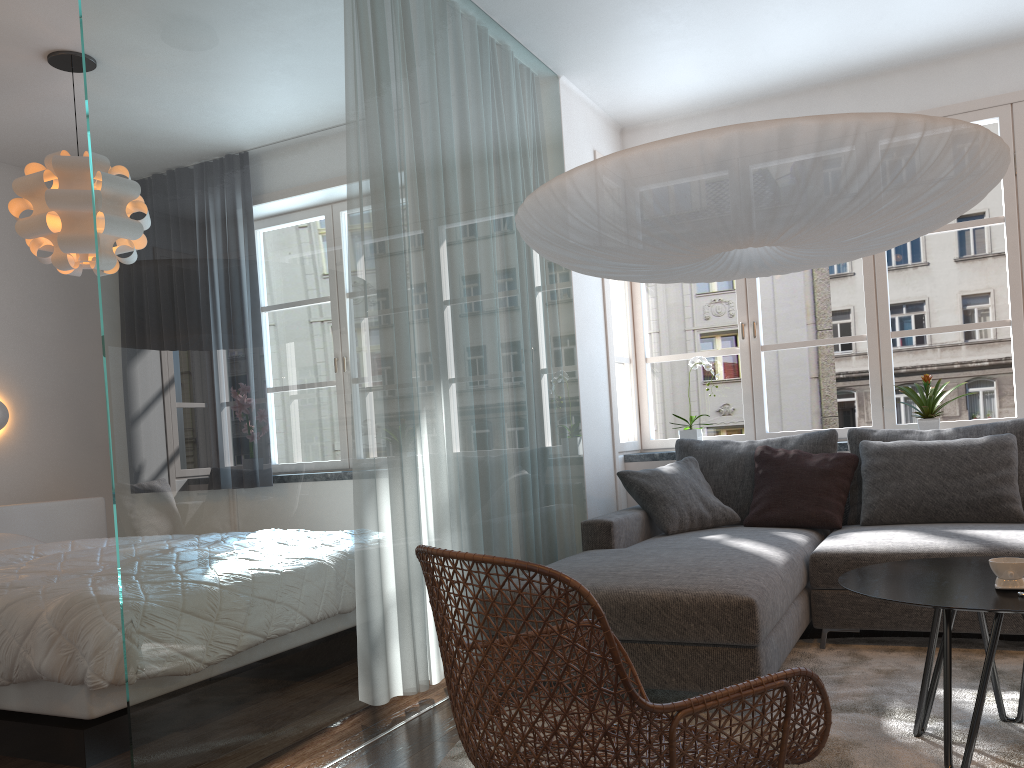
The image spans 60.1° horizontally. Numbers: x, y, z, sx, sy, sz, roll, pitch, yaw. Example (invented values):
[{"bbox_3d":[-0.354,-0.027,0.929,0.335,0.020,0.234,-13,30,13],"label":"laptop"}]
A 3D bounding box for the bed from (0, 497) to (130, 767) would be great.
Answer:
[{"bbox_3d":[-1.894,0.934,4.011,2.447,0.762,2.165,-5,-4,26],"label":"bed"}]

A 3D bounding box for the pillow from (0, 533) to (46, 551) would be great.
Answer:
[{"bbox_3d":[-2.611,0.814,4.269,0.622,0.195,0.920,-5,-4,26],"label":"pillow"}]

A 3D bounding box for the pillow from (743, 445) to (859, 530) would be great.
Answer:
[{"bbox_3d":[1.384,0.490,4.254,0.522,0.403,0.310,-5,-2,28],"label":"pillow"}]

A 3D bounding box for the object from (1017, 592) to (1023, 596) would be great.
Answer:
[{"bbox_3d":[1.299,0.496,2.122,0.163,0.016,0.025,-4,-3,1],"label":"object"}]

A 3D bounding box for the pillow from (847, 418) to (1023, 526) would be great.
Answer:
[{"bbox_3d":[2.006,0.416,4.131,0.841,0.475,0.276,-5,-1,27],"label":"pillow"}]

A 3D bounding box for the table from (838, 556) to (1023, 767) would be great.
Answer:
[{"bbox_3d":[1.333,0.754,2.354,0.849,0.472,0.846,-5,-3,28],"label":"table"}]

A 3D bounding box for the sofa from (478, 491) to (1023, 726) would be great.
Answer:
[{"bbox_3d":[1.686,0.698,3.326,3.074,0.671,2.039,-6,-4,26],"label":"sofa"}]

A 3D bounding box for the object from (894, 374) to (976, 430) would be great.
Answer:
[{"bbox_3d":[2.167,0.108,4.540,0.376,0.328,0.323,-4,-2,1],"label":"object"}]

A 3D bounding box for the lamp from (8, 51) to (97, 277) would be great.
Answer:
[{"bbox_3d":[-1.972,-0.992,4.029,0.552,0.971,0.550,-4,-1,26],"label":"lamp"}]

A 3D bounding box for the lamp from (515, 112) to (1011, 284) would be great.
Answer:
[{"bbox_3d":[0.748,-0.491,2.811,1.467,0.210,1.476,-2,-4,-27],"label":"lamp"}]

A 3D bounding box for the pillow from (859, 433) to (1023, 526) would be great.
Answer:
[{"bbox_3d":[1.932,0.438,4.009,0.668,0.397,0.292,-5,-2,26],"label":"pillow"}]

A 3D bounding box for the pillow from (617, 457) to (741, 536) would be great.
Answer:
[{"bbox_3d":[0.823,0.548,4.372,0.514,0.359,0.347,-3,-2,-24],"label":"pillow"}]

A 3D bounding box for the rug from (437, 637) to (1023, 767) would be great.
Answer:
[{"bbox_3d":[1.190,0.993,2.327,2.838,0.012,2.842,-4,-4,6],"label":"rug"}]

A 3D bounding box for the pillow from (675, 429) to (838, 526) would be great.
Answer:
[{"bbox_3d":[1.223,0.494,4.507,0.838,0.478,0.275,-5,-1,27],"label":"pillow"}]

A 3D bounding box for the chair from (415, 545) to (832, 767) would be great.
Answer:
[{"bbox_3d":[0.193,0.669,1.894,0.684,0.709,0.720,-3,-2,-31],"label":"chair"}]

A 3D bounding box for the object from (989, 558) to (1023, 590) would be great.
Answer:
[{"bbox_3d":[1.244,0.479,2.218,0.092,0.069,0.139,-6,-3,38],"label":"object"}]
